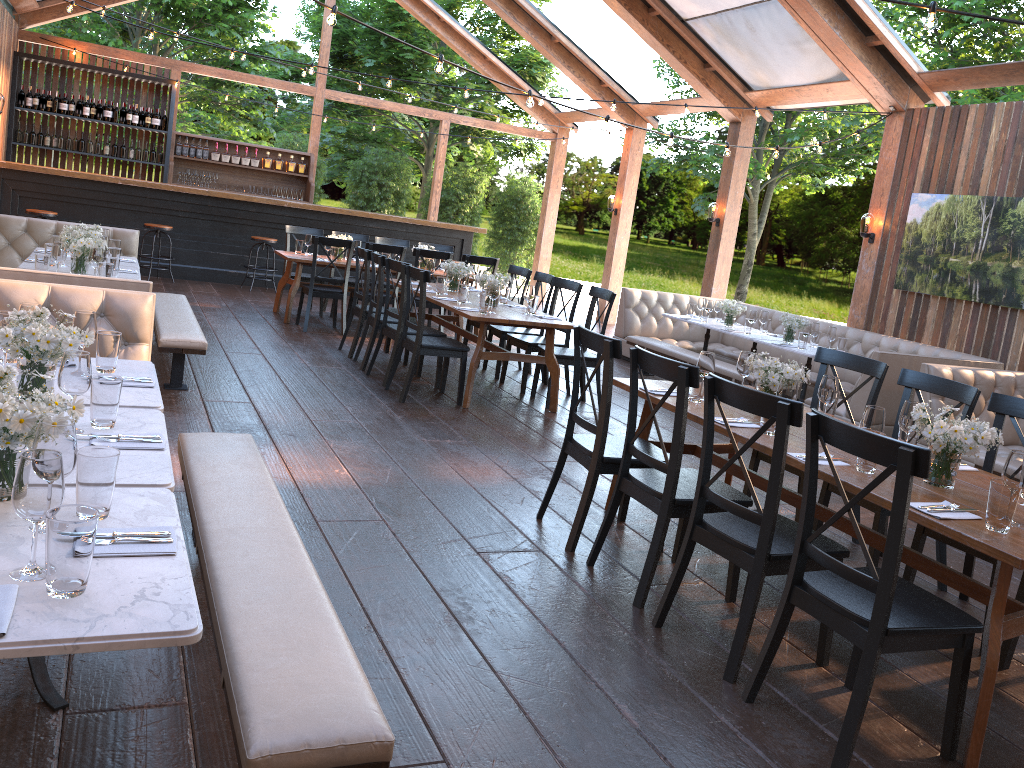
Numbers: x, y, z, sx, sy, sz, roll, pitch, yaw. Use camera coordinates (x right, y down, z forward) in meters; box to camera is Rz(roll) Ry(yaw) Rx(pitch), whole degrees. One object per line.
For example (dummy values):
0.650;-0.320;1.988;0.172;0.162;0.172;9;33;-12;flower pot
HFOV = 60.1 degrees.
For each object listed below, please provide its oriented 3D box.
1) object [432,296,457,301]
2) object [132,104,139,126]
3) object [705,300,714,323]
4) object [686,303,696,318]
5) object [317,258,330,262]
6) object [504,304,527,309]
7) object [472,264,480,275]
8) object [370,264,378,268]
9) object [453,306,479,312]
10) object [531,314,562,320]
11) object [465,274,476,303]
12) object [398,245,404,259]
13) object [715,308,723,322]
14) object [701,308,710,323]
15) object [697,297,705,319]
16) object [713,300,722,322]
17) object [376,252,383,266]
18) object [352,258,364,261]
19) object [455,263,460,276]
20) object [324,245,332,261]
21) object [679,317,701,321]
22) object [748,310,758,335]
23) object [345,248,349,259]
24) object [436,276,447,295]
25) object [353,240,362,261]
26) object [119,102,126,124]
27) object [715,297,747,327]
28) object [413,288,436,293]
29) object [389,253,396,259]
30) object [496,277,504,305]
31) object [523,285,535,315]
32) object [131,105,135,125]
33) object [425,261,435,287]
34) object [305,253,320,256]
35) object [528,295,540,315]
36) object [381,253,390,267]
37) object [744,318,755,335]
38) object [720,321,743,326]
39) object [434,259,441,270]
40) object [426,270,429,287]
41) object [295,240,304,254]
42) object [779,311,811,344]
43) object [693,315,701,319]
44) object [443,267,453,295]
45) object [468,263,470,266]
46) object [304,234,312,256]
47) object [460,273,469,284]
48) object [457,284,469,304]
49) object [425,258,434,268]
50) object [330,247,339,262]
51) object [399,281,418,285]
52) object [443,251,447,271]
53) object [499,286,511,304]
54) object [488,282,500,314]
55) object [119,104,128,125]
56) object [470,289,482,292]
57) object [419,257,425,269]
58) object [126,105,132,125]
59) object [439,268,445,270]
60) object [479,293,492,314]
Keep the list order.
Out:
-0.551;-0.733;7.596;0.254;0.019;0.159;4;11;-24;object
-5.751;-4.108;13.521;0.087;0.332;0.088;1;10;-44;object
2.190;-0.810;9.849;0.092;0.242;0.093;11;8;17;object
2.044;-0.841;10.135;0.091;0.157;0.093;2;10;-38;object
-2.123;-1.386;9.855;0.157;0.019;0.258;4;11;-24;object
0.028;-0.690;7.827;0.254;0.019;0.159;4;11;-24;object
-0.442;-1.360;10.651;0.092;0.157;0.092;9;8;1;object
-1.605;-1.355;10.093;0.157;0.019;0.258;4;11;-24;object
-0.331;-0.599;7.051;0.254;0.019;0.159;4;11;-24;object
0.277;-0.555;7.292;0.254;0.019;0.159;4;11;-24;object
-0.364;-0.816;7.573;0.092;0.242;0.093;11;8;17;object
-1.362;-1.555;10.740;0.092;0.242;0.093;11;8;17;object
2.389;-0.803;10.199;0.091;0.157;0.093;2;10;-38;object
2.130;-0.758;9.759;0.091;0.157;0.093;2;10;-38;object
2.144;-0.859;10.078;0.092;0.242;0.093;11;8;17;object
2.341;-0.834;10.099;0.092;0.242;0.093;11;8;17;object
-1.543;-1.488;10.241;0.092;0.242;0.093;11;8;17;object
-1.835;-1.502;10.699;0.157;0.019;0.258;4;11;-24;object
-0.562;-1.082;8.840;0.092;0.242;0.093;11;8;17;object
-2.082;-1.523;10.003;0.092;0.242;0.093;11;8;17;object
2.013;-0.729;9.891;0.254;0.019;0.159;4;11;-24;object
2.489;-0.639;9.172;0.092;0.242;0.093;11;8;17;object
-1.950;-1.566;10.571;0.092;0.157;0.092;9;8;1;object
-0.638;-0.879;7.926;0.092;0.157;0.092;9;8;1;object
-1.839;-1.584;10.521;0.092;0.242;0.093;11;8;17;object
-5.918;-4.117;13.460;0.082;0.321;0.081;15;10;43;object
2.390;-0.779;9.664;0.339;0.307;0.329;16;11;39;object
-0.775;-0.854;8.064;0.254;0.019;0.159;4;11;-24;object
-1.460;-1.534;10.783;0.092;0.157;0.092;9;8;1;object
-0.117;-0.829;7.842;0.092;0.242;0.093;11;8;17;object
0.135;-0.692;7.301;0.093;0.242;0.092;11;8;23;object
-5.827;-4.122;13.591;0.078;0.310;0.079;4;8;-30;object
-0.799;-1.068;8.577;0.092;0.242;0.093;11;8;17;object
-2.354;-1.532;10.456;0.157;0.019;0.258;4;11;-24;object
0.176;-0.664;7.417;0.092;0.157;0.092;11;8;21;object
-1.465;-1.423;10.184;0.092;0.157;0.092;9;8;1;object
2.429;-0.588;9.082;0.091;0.157;0.093;2;10;-38;object
2.487;-0.696;10.084;0.254;0.019;0.159;4;11;-24;object
-0.938;-1.507;11.046;0.092;0.157;0.092;9;8;1;object
-0.838;-1.012;8.478;0.092;0.157;0.092;9;8;1;object
-2.486;-1.598;10.325;0.092;0.157;0.092;9;8;1;object
2.788;-0.561;8.813;0.329;0.307;0.339;8;9;-3;object
2.159;-0.776;10.254;0.157;0.019;0.258;4;11;-24;object
-0.585;-0.934;8.029;0.092;0.242;0.093;11;8;17;object
-0.549;-1.431;10.711;0.092;0.242;0.093;11;8;17;object
-2.368;-1.615;10.271;0.092;0.242;0.093;11;8;17;object
-0.493;-1.048;8.946;0.092;0.157;0.092;9;8;1;object
-0.418;-0.761;7.466;0.092;0.157;0.092;9;8;1;object
-0.976;-1.394;10.416;0.092;0.157;0.092;9;8;1;object
-1.996;-1.454;9.935;0.092;0.157;0.092;9;8;1;object
-0.978;-0.986;8.614;0.254;0.019;0.159;4;11;-24;object
-0.815;-1.522;10.989;0.092;0.242;0.093;11;8;17;object
-0.070;-0.797;7.942;0.092;0.157;0.092;9;8;1;object
-0.149;-0.684;7.032;0.093;0.242;0.092;11;8;23;object
-5.949;-4.139;13.583;0.137;0.313;0.136;12;8;27;object
-0.408;-0.944;8.834;0.254;0.019;0.159;4;11;-24;object
-1.083;-1.463;10.467;0.092;0.242;0.093;11;8;17;object
-5.825;-4.098;13.478;0.077;0.304;0.078;7;7;-8;object
-0.807;-1.439;11.167;0.157;0.019;0.258;4;11;-24;object
-0.213;-0.628;6.919;0.092;0.157;0.092;10;8;11;object
